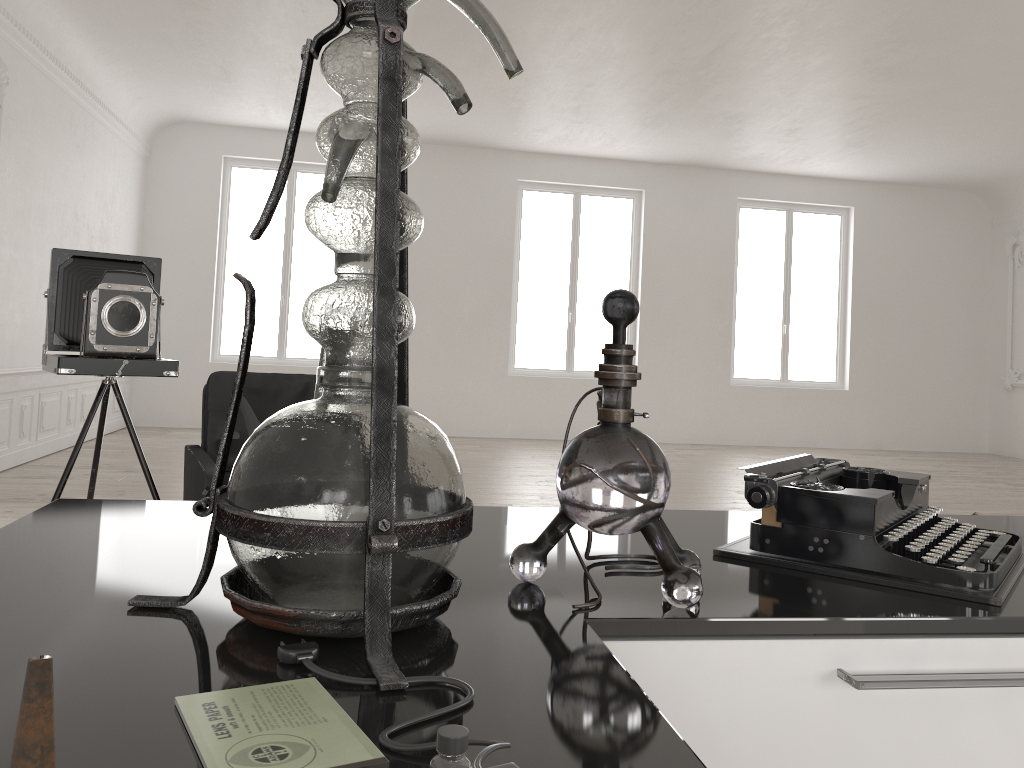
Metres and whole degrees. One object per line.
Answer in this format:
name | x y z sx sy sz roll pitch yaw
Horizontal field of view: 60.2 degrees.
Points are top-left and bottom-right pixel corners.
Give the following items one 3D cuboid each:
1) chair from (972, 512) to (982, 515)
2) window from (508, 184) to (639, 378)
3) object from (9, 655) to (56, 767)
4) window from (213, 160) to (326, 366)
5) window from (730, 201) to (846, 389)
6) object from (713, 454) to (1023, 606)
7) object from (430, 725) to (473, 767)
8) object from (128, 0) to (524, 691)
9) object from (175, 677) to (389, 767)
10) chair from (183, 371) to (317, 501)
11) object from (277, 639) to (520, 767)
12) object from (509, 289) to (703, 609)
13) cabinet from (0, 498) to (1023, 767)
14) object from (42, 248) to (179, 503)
chair | 0.789 0.701 2.226 0.782 0.773 0.628 3 -1 35
window | 0.861 -1.389 12.043 1.724 2.588 0.070 3 -3 -10
object | -0.158 0.156 0.287 0.111 0.132 0.111 3 -1 -4
window | -2.887 -1.547 11.398 1.724 2.588 0.070 3 -3 -10
window | 3.940 -1.260 12.573 1.724 2.588 0.070 3 -3 -10
object | 0.482 0.167 1.155 0.317 0.111 0.382 4 2 35
object | -0.030 0.195 0.423 0.017 0.056 0.017 4 -2 -30
object | -0.117 -0.123 0.829 0.319 0.653 0.293 2 -2 34
object | -0.145 0.211 0.540 0.093 0.004 0.141 2 2 -30
chair | -1.041 0.442 4.272 0.972 0.965 1.088 3 0 -25
object | -0.059 0.195 0.531 0.123 0.045 0.376 2 2 -21
object | 0.105 0.055 0.945 0.203 0.313 0.222 3 -1 -12
cabinet | 0.869 0.715 0.267 2.704 0.884 2.462 2 2 -10
object | -1.954 0.121 4.234 0.709 1.527 0.655 4 -2 -35
